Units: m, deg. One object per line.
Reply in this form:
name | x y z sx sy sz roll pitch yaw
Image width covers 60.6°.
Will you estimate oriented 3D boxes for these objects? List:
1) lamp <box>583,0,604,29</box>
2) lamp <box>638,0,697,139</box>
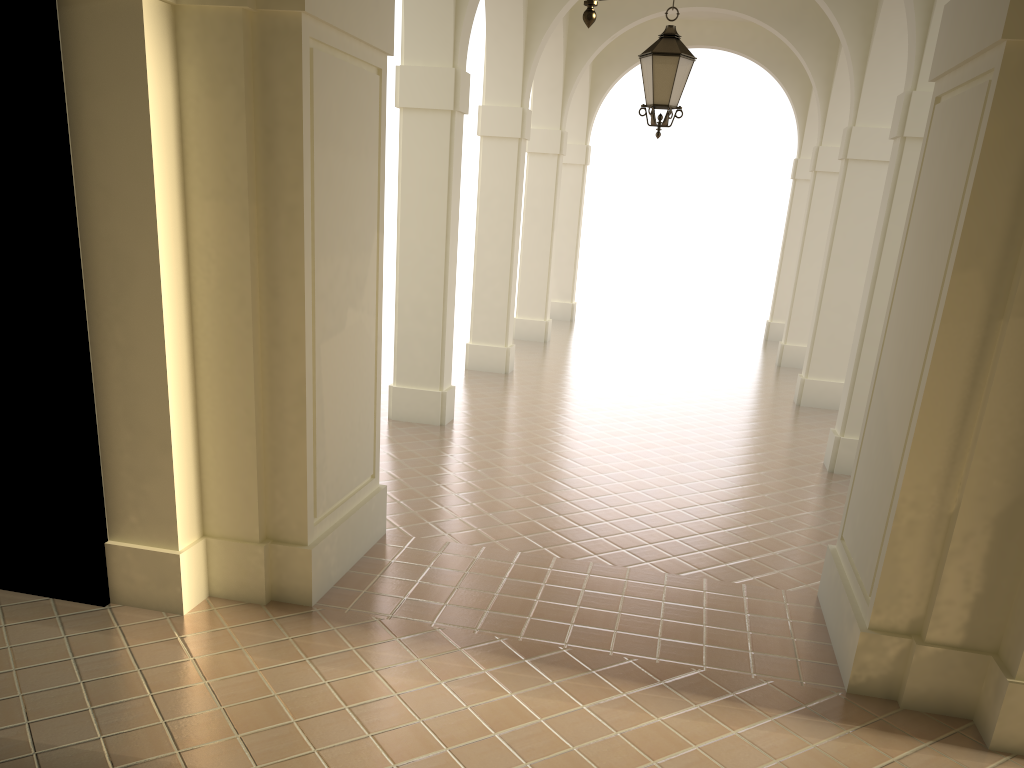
lamp | 0.391 -2.916 2.578 0.441 3.478 0.486 -3 20 -18
lamp | 1.416 -3.822 7.241 0.508 3.478 0.422 8 19 10
